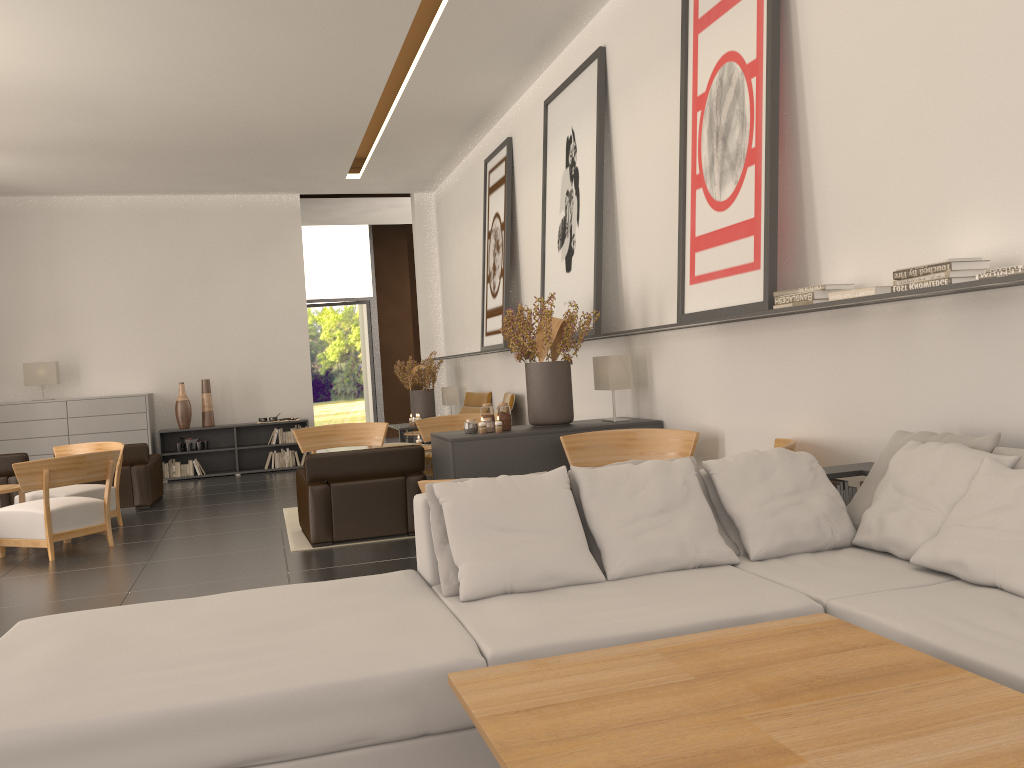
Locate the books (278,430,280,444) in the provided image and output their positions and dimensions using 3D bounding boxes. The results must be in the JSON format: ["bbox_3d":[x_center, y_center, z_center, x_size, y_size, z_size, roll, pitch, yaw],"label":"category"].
[{"bbox_3d":[-5.091,1.150,19.379,0.017,0.305,0.239,-4,0,-16],"label":"books"}]

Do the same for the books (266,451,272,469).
[{"bbox_3d":[-5.294,1.654,19.337,0.156,0.371,0.252,-4,0,-16],"label":"books"}]

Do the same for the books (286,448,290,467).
[{"bbox_3d":[-4.910,1.608,19.451,0.042,0.404,0.245,-4,0,-16],"label":"books"}]

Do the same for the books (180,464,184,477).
[{"bbox_3d":[-7.011,1.835,18.855,0.054,0.249,0.167,-4,0,-16],"label":"books"}]

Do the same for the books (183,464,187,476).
[{"bbox_3d":[-6.958,1.832,18.871,0.054,0.249,0.167,-4,0,-16],"label":"books"}]

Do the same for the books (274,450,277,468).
[{"bbox_3d":[-5.166,1.640,19.376,0.042,0.377,0.248,-4,0,-16],"label":"books"}]

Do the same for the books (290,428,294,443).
[{"bbox_3d":[-4.820,1.128,19.454,0.054,0.311,0.244,-4,0,-16],"label":"books"}]

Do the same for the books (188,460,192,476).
[{"bbox_3d":[-6.850,1.784,18.892,0.054,0.329,0.187,-4,0,-16],"label":"books"}]

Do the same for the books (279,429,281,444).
[{"bbox_3d":[-5.070,1.139,19.377,0.019,0.324,0.254,-4,0,-16],"label":"books"}]

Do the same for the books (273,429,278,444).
[{"bbox_3d":[-5.159,1.148,19.352,0.130,0.322,0.252,-4,0,-16],"label":"books"}]

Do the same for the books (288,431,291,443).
[{"bbox_3d":[-4.882,1.163,19.475,0.054,0.249,0.167,-4,0,-16],"label":"books"}]

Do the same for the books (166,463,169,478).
[{"bbox_3d":[-7.267,1.823,18.742,0.039,0.313,0.246,-4,0,-16],"label":"books"}]

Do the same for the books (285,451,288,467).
[{"bbox_3d":[-4.948,1.646,19.438,0.042,0.335,0.248,-4,0,-16],"label":"books"}]

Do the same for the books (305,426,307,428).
[{"bbox_3d":[-4.530,1.094,19.532,0.022,0.339,0.253,-4,0,-16],"label":"books"}]

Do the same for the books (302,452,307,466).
[{"bbox_3d":[-4.569,1.603,19.545,0.156,0.371,0.252,-4,0,-16],"label":"books"}]

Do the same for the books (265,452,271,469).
[{"bbox_3d":[-5.322,1.662,19.330,0.154,0.360,0.249,-4,0,-16],"label":"books"}]

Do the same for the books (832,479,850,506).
[{"bbox_3d":[2.263,0.797,6.117,0.028,0.273,0.165,-4,0,-16],"label":"books"}]

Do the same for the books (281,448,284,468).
[{"bbox_3d":[-5.028,1.616,19.424,0.031,0.406,0.231,-4,0,-16],"label":"books"}]

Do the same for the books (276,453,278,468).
[{"bbox_3d":[-5.135,1.666,19.382,0.018,0.321,0.252,-4,0,-16],"label":"books"}]

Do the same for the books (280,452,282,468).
[{"bbox_3d":[-5.061,1.658,19.396,0.016,0.328,0.265,-4,0,-16],"label":"books"}]

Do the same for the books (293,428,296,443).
[{"bbox_3d":[-4.775,1.121,19.471,0.039,0.318,0.236,-4,0,-16],"label":"books"}]

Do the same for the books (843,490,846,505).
[{"bbox_3d":[2.246,0.828,6.105,0.012,0.215,0.153,-4,0,-16],"label":"books"}]

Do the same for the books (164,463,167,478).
[{"bbox_3d":[-7.313,1.829,18.739,0.048,0.305,0.226,-4,0,-16],"label":"books"}]

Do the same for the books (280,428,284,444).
[{"bbox_3d":[-5.043,1.135,19.420,0.054,0.329,0.187,-4,0,-16],"label":"books"}]

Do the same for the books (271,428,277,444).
[{"bbox_3d":[-5.198,1.134,19.350,0.138,0.354,0.236,-4,0,-16],"label":"books"}]

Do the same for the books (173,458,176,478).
[{"bbox_3d":[-7.145,1.778,18.784,0.039,0.384,0.232,-4,0,-16],"label":"books"}]

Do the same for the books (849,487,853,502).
[{"bbox_3d":[2.292,0.818,6.126,0.028,0.226,0.168,-4,0,-16],"label":"books"}]

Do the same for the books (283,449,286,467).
[{"bbox_3d":[-4.993,1.628,19.439,0.042,0.377,0.221,-4,0,-16],"label":"books"}]

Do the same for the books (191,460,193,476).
[{"bbox_3d":[-6.804,1.784,18.870,0.019,0.324,0.254,-4,0,-16],"label":"books"}]

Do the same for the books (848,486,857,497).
[{"bbox_3d":[2.324,0.819,6.138,0.039,0.221,0.174,-4,0,-16],"label":"books"}]

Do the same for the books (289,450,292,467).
[{"bbox_3d":[-4.859,1.629,19.454,0.023,0.357,0.266,-4,0,-16],"label":"books"}]

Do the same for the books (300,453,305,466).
[{"bbox_3d":[-4.597,1.610,19.538,0.154,0.360,0.249,-4,0,-16],"label":"books"}]

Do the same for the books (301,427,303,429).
[{"bbox_3d":[-4.609,1.113,19.513,0.039,0.313,0.246,-4,0,-16],"label":"books"}]

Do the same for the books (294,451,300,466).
[{"bbox_3d":[-4.725,1.637,19.507,0.106,0.325,0.238,-4,0,-16],"label":"books"}]

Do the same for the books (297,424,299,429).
[{"bbox_3d":[-4.688,1.081,19.505,0.029,0.385,0.219,-4,0,-16],"label":"books"}]

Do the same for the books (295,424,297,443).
[{"bbox_3d":[-4.739,1.086,19.484,0.039,0.384,0.232,-4,0,-16],"label":"books"}]

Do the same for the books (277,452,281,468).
[{"bbox_3d":[-5.098,1.660,19.390,0.057,0.328,0.257,-4,0,-16],"label":"books"}]

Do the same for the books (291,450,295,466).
[{"bbox_3d":[-4.809,1.630,19.504,0.057,0.346,0.197,-4,0,-16],"label":"books"}]

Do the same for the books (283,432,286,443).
[{"bbox_3d":[-4.989,1.171,19.445,0.054,0.249,0.167,-4,0,-16],"label":"books"}]

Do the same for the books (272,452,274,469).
[{"bbox_3d":[-5.216,1.661,19.352,0.071,0.344,0.265,-4,0,-16],"label":"books"}]

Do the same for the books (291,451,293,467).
[{"bbox_3d":[-4.837,1.635,19.460,0.020,0.342,0.267,-4,0,-16],"label":"books"}]

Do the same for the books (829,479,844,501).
[{"bbox_3d":[2.227,0.799,6.102,0.021,0.274,0.156,-4,0,-16],"label":"books"}]

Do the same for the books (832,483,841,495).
[{"bbox_3d":[2.204,0.811,6.091,0.028,0.254,0.149,-4,0,-16],"label":"books"}]

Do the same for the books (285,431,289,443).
[{"bbox_3d":[-4.935,1.167,19.460,0.054,0.249,0.167,-4,0,-16],"label":"books"}]

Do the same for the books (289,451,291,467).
[{"bbox_3d":[-4.878,1.638,19.449,0.014,0.342,0.266,-4,0,-16],"label":"books"}]

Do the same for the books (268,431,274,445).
[{"bbox_3d":[-5.251,1.169,19.326,0.142,0.290,0.252,-4,1,-16],"label":"books"}]

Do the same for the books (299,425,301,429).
[{"bbox_3d":[-4.654,1.093,19.519,0.039,0.358,0.210,-4,0,-16],"label":"books"}]
